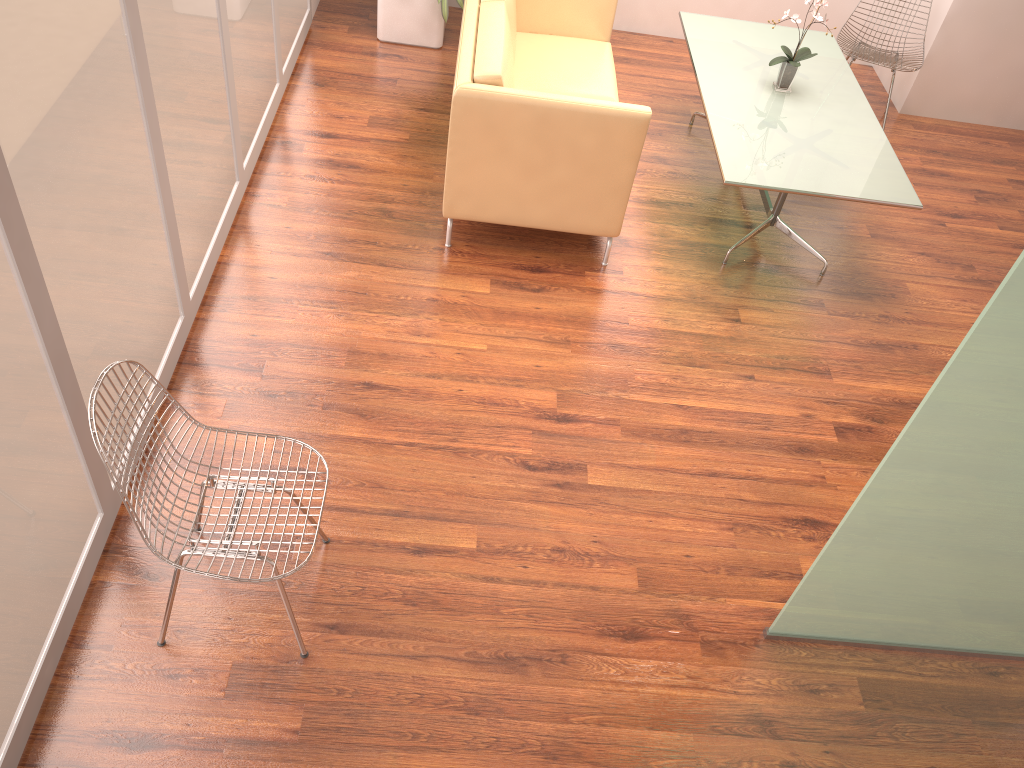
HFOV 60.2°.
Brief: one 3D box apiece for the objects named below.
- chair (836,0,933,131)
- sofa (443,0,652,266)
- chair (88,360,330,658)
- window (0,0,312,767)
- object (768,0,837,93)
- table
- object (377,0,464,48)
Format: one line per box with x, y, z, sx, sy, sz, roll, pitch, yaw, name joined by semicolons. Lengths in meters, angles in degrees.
2.294;-2.098;5.506;0.541;0.945;0.537;20;46;10;chair
0.148;-1.546;4.630;0.878;0.879;1.716;6;46;-5;sofa
-0.838;0.353;2.592;0.561;0.945;0.517;6;46;-4;chair
-1.138;-0.723;1.788;0.062;3.441;8.155;6;46;-4;window
1.503;-1.776;4.457;0.370;0.618;0.284;2;46;-8;object
1.399;-1.303;4.830;0.939;0.588;1.782;6;46;-5;table
-0.476;-3.098;5.077;0.963;2.207;1.033;19;46;8;object
